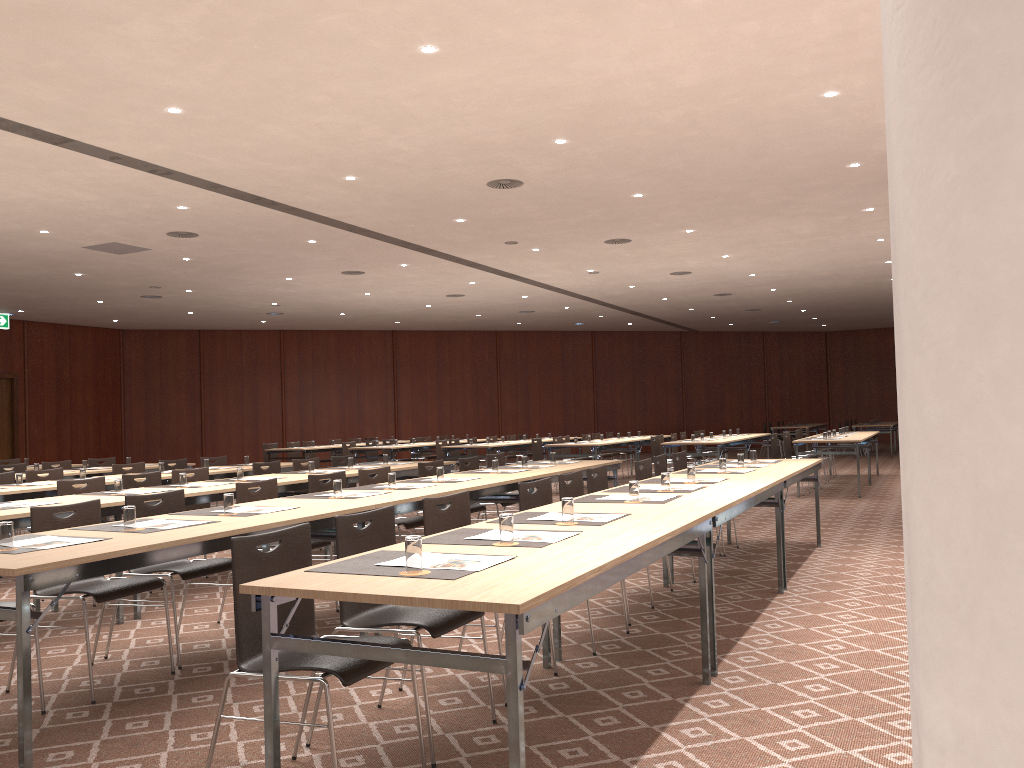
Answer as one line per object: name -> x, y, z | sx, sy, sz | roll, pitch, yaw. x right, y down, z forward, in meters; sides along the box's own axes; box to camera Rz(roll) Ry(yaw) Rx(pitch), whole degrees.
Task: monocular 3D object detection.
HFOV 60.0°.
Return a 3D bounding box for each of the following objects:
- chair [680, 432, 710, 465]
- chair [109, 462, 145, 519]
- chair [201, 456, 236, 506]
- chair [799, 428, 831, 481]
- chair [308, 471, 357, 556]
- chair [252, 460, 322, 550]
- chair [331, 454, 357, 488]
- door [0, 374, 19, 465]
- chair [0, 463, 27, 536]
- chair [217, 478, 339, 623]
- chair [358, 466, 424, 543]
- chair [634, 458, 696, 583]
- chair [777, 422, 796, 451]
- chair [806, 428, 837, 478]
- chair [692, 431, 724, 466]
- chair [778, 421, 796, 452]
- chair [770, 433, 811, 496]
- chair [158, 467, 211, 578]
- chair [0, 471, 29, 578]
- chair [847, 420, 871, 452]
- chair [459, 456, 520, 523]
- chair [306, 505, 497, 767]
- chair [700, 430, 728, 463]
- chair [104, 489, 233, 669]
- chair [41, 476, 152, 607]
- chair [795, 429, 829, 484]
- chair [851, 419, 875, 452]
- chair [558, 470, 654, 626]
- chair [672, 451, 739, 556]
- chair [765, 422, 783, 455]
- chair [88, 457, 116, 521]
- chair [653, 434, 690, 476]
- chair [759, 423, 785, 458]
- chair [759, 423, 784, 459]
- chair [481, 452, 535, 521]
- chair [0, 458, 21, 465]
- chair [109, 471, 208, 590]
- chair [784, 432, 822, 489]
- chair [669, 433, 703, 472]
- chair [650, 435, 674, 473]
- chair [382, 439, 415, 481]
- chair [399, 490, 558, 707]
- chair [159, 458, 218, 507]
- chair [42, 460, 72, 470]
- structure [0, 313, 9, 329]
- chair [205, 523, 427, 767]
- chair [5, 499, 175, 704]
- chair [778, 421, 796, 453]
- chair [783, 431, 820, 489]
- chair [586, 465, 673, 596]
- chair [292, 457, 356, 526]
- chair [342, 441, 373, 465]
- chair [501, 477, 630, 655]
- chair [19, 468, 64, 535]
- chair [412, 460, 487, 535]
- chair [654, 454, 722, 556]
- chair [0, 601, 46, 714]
chair -> 3.371, 1.361, 16.525 | 0.614, 0.939, 0.536 | -3, -2, 23
chair -> -4.140, 1.347, 9.861 | 0.614, 0.939, 0.536 | -3, -2, 27
chair -> -3.597, 1.376, 11.091 | 0.614, 0.939, 0.536 | -3, -2, 27
chair -> 5.492, 1.288, 16.326 | 0.614, 0.939, 0.536 | -3, -2, 27
chair -> -1.260, 1.141, 6.719 | 0.614, 0.939, 0.536 | -3, -2, 28
chair -> -2.376, 1.264, 9.096 | 0.614, 0.939, 0.536 | -3, -2, 24
chair -> -1.785, 1.285, 10.150 | 0.614, 0.939, 0.536 | -3, -2, 26
door -> -12.301, 1.093, 19.970 | 0.200, 2.699, 2.423 | -3, -2, 26
chair -> -5.974, 1.437, 10.755 | 0.614, 0.939, 0.536 | -3, -2, 26
chair -> -1.606, 1.128, 6.078 | 0.614, 0.939, 0.536 | -3, -2, 23
chair -> -0.973, 1.151, 7.221 | 0.614, 0.939, 0.536 | -3, -2, 28
chair -> 1.242, 1.082, 7.218 | 0.614, 0.939, 0.536 | -3, -2, 26
chair -> 7.907, 1.559, 25.684 | 0.614, 0.939, 0.536 | -3, -2, 24
chair -> 5.808, 1.297, 16.846 | 0.614, 0.939, 0.536 | -3, -2, 24
chair -> 3.743, 1.369, 17.063 | 0.614, 0.939, 0.536 | -3, -2, 24
chair -> 8.399, 1.588, 26.878 | 0.614, 0.939, 0.536 | -3, -2, 23
chair -> 4.226, 1.229, 13.685 | 0.614, 0.939, 0.536 | -3, -2, 28
chair -> -2.812, 1.241, 8.106 | 0.614, 0.939, 0.536 | -3, -2, 28
chair -> -4.820, 1.316, 8.441 | 0.614, 0.939, 0.536 | -3, -2, 25
chair -> 9.955, 1.489, 25.501 | 0.614, 0.939, 0.536 | -3, -2, 26
chair -> -0.264, 1.184, 8.702 | 0.614, 0.939, 0.536 | -3, -2, 23
chair -> -0.469, 1.007, 3.745 | 0.614, 0.939, 0.536 | -3, -2, 25
chair -> 3.975, 1.384, 17.646 | 0.614, 0.939, 0.536 | -3, -2, 23
chair -> -1.976, 1.108, 5.226 | 0.614, 0.939, 0.536 | -3, -2, 27
chair -> -3.287, 1.215, 7.016 | 0.614, 0.939, 0.536 | -3, -2, 27
chair -> 5.219, 1.270, 15.617 | 0.614, 0.939, 0.536 | -3, -2, 24
chair -> 10.247, 1.496, 25.943 | 0.614, 0.939, 0.536 | -3, -2, 28
chair -> 0.558, 1.054, 5.888 | 0.614, 0.939, 0.536 | -3, -2, 25
chair -> 1.766, 1.110, 8.410 | 0.614, 0.939, 0.536 | -3, -2, 27
chair -> 7.409, 1.542, 24.812 | 0.614, 0.939, 0.536 | -3, -2, 26
chair -> -5.421, 1.466, 11.990 | 0.614, 0.939, 0.536 | -3, -2, 26
chair -> 2.688, 1.329, 15.100 | 0.614, 0.939, 0.536 | -3, -2, 26
chair -> 7.111, 1.532, 24.292 | 0.614, 0.939, 0.536 | -2, -2, 23
chair -> 6.906, 1.513, 23.597 | 0.614, 0.939, 0.536 | -3, -2, 28
chair -> -0.012, 1.202, 9.404 | 0.614, 0.939, 0.536 | -3, -2, 25
chair -> -7.172, 1.549, 12.783 | 0.614, 0.939, 0.536 | -3, -2, 25
chair -> -3.046, 1.230, 7.617 | 0.614, 0.939, 0.536 | -3, -2, 23
chair -> 4.601, 1.238, 14.229 | 0.614, 0.939, 0.536 | -3, -2, 28
chair -> 3.046, 1.341, 15.705 | 0.614, 0.939, 0.536 | -2, -2, 23
chair -> 2.508, 1.312, 14.484 | 0.614, 0.939, 0.536 | -3, -2, 27
chair -> -2.388, 1.603, 18.239 | 0.614, 0.939, 0.536 | -3, -2, 28
chair -> -0.175, 1.023, 4.439 | 0.614, 0.939, 0.536 | -3, -2, 28
chair -> -3.896, 1.365, 10.548 | 0.614, 0.939, 0.536 | -3, -2, 25
chair -> -5.671, 1.447, 11.291 | 0.614, 0.939, 0.536 | -3, -2, 24
structure -> -11.536, -1.419, 19.793 | 0.105, 0.346, 0.587 | -3, -2, 26
chair -> -0.708, 0.992, 3.150 | 0.614, 0.939, 0.536 | -3, -2, 24
chair -> -2.206, 1.094, 4.647 | 0.614, 0.939, 0.536 | -3, -2, 23
chair -> 8.103, 1.578, 26.362 | 0.614, 0.939, 0.536 | -2, -2, 23
chair -> 4.749, 1.253, 14.776 | 0.614, 0.939, 0.536 | -3, -2, 27
chair -> 0.787, 1.068, 6.447 | 0.614, 0.939, 0.536 | -3, -2, 25
chair -> -2.091, 1.274, 9.610 | 0.614, 0.939, 0.536 | -3, -2, 28
chair -> -3.001, 1.580, 17.101 | 0.614, 0.939, 0.536 | -3, -2, 26
chair -> 0.298, 1.039, 5.249 | 0.614, 0.939, 0.536 | -3, -2, 28
chair -> -4.609, 1.329, 8.979 | 0.614, 0.939, 0.536 | -3, -2, 24
chair -> -0.590, 1.172, 8.117 | 0.614, 0.939, 0.536 | -3, -2, 27
chair -> 1.504, 1.101, 7.942 | 0.614, 0.939, 0.536 | -3, -2, 23
chair -> -2.582, 1.083, 4.041 | 0.614, 0.939, 0.536 | -2, -2, 23
